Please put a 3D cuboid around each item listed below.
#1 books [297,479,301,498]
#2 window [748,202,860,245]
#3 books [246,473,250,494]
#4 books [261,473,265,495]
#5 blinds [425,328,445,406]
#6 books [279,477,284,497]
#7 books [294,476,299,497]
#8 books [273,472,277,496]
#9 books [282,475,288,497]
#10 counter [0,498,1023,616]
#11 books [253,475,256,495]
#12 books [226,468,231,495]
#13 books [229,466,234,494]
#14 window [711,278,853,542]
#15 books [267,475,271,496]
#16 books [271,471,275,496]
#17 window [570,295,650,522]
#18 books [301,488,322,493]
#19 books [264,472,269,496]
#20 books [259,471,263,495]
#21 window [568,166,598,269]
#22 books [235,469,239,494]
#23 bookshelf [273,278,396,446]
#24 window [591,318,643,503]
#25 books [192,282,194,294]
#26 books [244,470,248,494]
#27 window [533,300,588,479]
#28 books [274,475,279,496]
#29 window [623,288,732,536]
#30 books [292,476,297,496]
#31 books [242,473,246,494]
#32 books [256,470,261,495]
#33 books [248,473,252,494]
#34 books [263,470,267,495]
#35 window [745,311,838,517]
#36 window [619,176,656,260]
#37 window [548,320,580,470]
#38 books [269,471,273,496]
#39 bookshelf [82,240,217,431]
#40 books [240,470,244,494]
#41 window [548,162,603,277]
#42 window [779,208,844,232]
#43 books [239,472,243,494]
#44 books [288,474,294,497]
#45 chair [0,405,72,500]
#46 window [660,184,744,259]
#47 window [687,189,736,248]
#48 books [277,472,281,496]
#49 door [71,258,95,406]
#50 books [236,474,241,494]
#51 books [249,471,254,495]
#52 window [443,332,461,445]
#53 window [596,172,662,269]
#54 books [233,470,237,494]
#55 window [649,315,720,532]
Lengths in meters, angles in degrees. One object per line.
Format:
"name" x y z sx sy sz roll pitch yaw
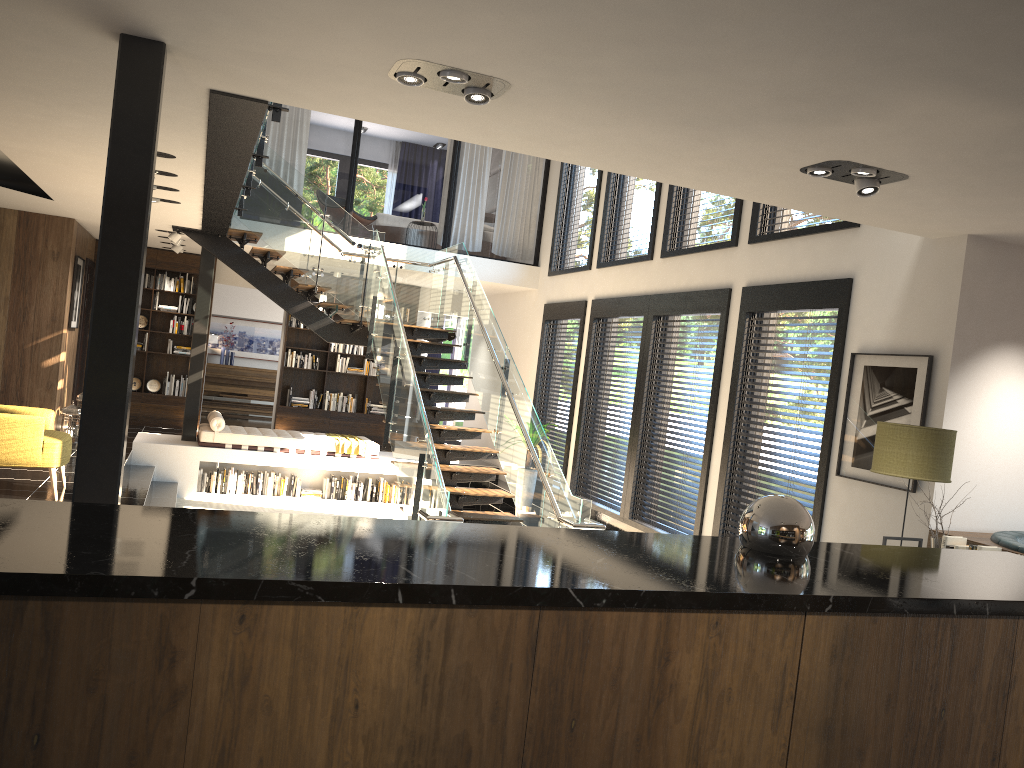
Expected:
"books" -2.796 1.364 11.620 0.030 0.218 0.185 6 1 -20
"window" 2.646 -2.418 7.275 0.358 2.476 1.392 6 2 -20
"books" -3.401 1.275 11.405 0.023 0.260 0.133 6 2 -20
"books" -3.229 1.289 11.463 0.029 0.271 0.128 6 2 -20
"blinds" -1.611 -0.290 17.761 0.161 2.771 1.079 6 2 -21
"books" -2.994 1.335 11.513 0.028 0.233 0.205 6 1 -20
"books" -2.817 1.342 11.611 0.020 0.257 0.154 6 2 -20
"books" -3.085 1.294 11.497 0.023 0.293 0.157 6 2 -20
"books" -2.958 1.326 11.533 0.050 0.258 0.215 6 1 -20
"counter" 0.286 0.476 2.356 3.575 0.041 0.697 6 1 -20
"books" -3.320 1.297 11.422 0.050 0.234 0.149 6 2 -20
"books" -3.592 1.230 11.235 0.028 0.309 0.211 6 2 -20
"books" -3.562 1.218 11.266 0.051 0.338 0.187 6 2 -20
"window" 2.314 0.417 7.357 0.358 2.476 1.392 6 2 -20
"books" -3.149 1.311 11.458 0.027 0.246 0.193 6 1 -20
"books" -3.104 1.286 11.485 0.020 0.305 0.172 6 2 -20
"window" 1.259 0.248 10.309 0.358 2.476 1.497 6 2 -20
"books" -2.650 1.403 11.693 0.249 0.026 0.148 6 1 -23
"books" -3.179 1.287 11.470 0.025 0.287 0.169 6 2 -20
"books" -3.247 1.276 11.436 0.025 0.293 0.205 6 2 -20
"window" 1.111 -2.668 11.780 0.005 2.298 1.220 6 2 -20
"books" -3.509 1.237 11.296 0.021 0.313 0.139 6 2 -20
"bookshelf" -2.685 -0.389 14.498 2.091 2.683 0.273 6 2 -20
"window" 1.329 0.256 10.325 0.005 2.298 1.312 6 2 -20
"books" -4.916 -1.478 13.658 0.022 0.195 0.135 6 2 -20
"books" -3.427 1.259 11.410 0.025 0.285 0.137 6 2 -20
"window" 0.710 0.163 11.846 0.358 2.476 1.392 6 2 -20
"books" -3.066 1.317 11.521 0.034 0.252 0.151 6 2 -20
"window" 1.761 0.328 8.904 0.358 2.476 1.497 6 2 -20
"books" -2.856 1.340 11.624 0.045 0.252 0.142 6 2 -20
"books" -3.454 1.276 11.403 0.026 0.247 0.149 6 2 -20
"books" -3.270 1.270 11.414 0.033 0.299 0.195 6 2 -20
"books" -3.376 1.278 11.396 0.019 0.261 0.182 6 2 -20
"books" -3.202 1.273 11.470 0.023 0.308 0.126 6 2 -20
"window" 2.383 0.425 7.374 0.005 2.298 1.220 6 2 -20
"window" 1.647 -2.582 10.281 0.005 2.298 1.220 6 2 -20
"window" 0.779 0.171 11.863 0.005 2.298 1.220 6 2 -20
"books" -3.127 1.283 11.482 0.026 0.305 0.187 6 2 -20
"bookshelf" -5.513 -0.704 13.467 1.704 2.683 0.273 6 2 -20
"books" -3.455 1.251 11.352 0.020 0.296 0.102 6 2 -20
"window" 1.042 -2.676 11.764 0.358 2.476 1.392 6 2 -20
"window" 2.715 -2.410 7.291 0.005 2.298 1.220 6 2 -20
"books" -3.468 1.262 11.324 0.021 0.271 0.148 6 2 -20
"books" -2.884 1.321 11.595 0.031 0.284 0.176 6 2 -20
"chair" -4.232 0.338 7.404 1.031 1.098 0.807 6 1 -21
"window" 2.114 -2.504 8.764 0.358 2.476 1.392 6 2 -20
"window" 2.183 -2.496 8.781 0.005 2.298 1.220 6 2 -20
"books" -3.035 1.299 11.542 0.036 0.293 0.128 6 2 -20
"door" -6.142 -0.588 12.593 0.104 2.348 0.930 6 2 -20
"books" -3.489 1.276 11.303 0.029 0.240 0.165 6 2 -20
"books" -3.350 1.270 11.396 0.028 0.283 0.172 6 2 -20
"window" -1.152 -0.135 16.979 0.184 2.477 2.978 6 1 -20
"window" 1.578 -2.590 10.264 0.358 2.476 1.392 6 2 -20
"books" -3.529 1.250 11.280 0.025 0.283 0.149 6 2 -20
"window" 1.831 0.336 8.920 0.005 2.298 1.312 6 2 -20
